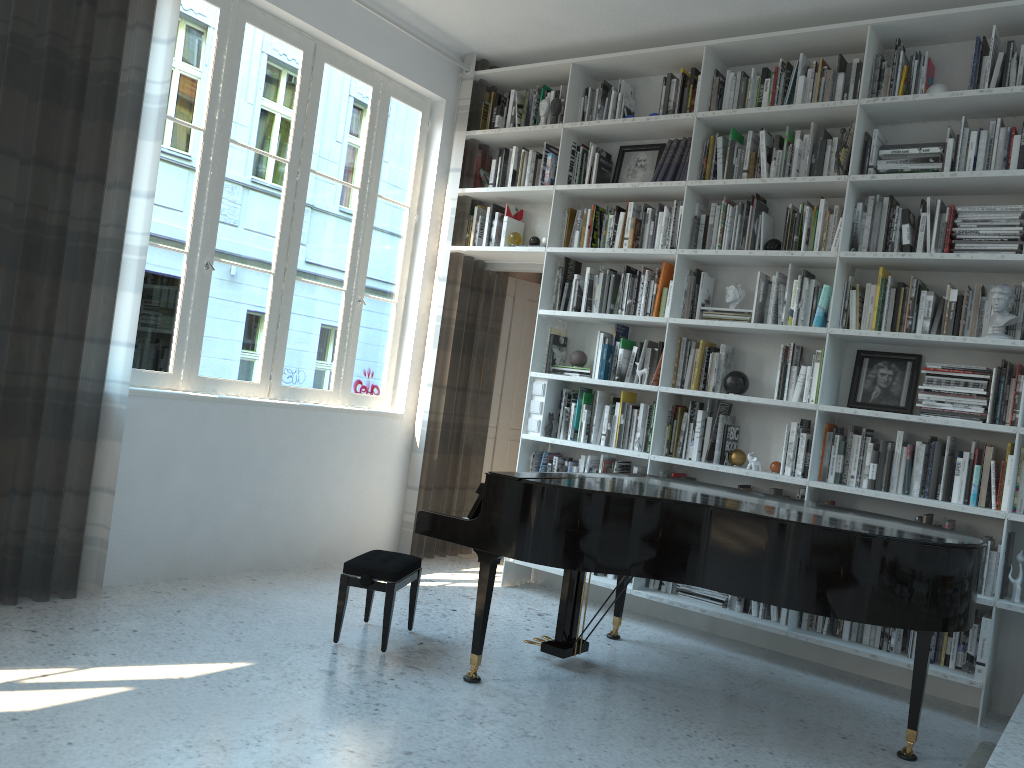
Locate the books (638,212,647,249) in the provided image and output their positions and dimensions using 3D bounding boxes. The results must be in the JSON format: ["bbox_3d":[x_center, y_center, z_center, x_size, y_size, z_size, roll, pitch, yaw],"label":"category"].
[{"bbox_3d":[0.774,-0.844,5.053,0.013,0.232,0.171,8,0,35],"label":"books"}]

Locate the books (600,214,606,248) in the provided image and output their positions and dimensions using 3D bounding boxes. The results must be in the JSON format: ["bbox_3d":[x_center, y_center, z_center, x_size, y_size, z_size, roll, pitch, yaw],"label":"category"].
[{"bbox_3d":[0.570,-0.869,5.218,0.012,0.230,0.149,8,0,35],"label":"books"}]

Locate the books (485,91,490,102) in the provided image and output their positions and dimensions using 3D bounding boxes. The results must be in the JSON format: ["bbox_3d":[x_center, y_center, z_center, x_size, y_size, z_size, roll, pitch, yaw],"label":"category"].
[{"bbox_3d":[-0.154,-1.738,5.798,0.012,0.307,0.180,8,0,35],"label":"books"}]

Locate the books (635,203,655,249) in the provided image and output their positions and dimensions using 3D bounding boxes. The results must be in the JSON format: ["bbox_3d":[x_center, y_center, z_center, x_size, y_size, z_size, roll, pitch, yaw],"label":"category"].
[{"bbox_3d":[0.769,-0.872,5.073,0.025,0.286,0.161,8,0,35],"label":"books"}]

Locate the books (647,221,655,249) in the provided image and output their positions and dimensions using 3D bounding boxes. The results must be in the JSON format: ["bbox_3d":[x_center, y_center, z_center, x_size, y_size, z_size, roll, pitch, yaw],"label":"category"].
[{"bbox_3d":[0.815,-0.815,5.037,0.022,0.186,0.136,8,0,35],"label":"books"}]

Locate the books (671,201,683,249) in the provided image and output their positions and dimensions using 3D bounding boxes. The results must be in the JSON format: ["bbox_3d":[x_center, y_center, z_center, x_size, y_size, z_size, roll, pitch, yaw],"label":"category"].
[{"bbox_3d":[0.947,-0.851,4.932,0.022,0.289,0.169,8,0,35],"label":"books"}]

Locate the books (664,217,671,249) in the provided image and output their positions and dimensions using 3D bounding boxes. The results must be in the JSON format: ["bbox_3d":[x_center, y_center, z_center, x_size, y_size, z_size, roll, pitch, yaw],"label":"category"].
[{"bbox_3d":[0.902,-0.815,4.969,0.013,0.206,0.172,8,0,35],"label":"books"}]

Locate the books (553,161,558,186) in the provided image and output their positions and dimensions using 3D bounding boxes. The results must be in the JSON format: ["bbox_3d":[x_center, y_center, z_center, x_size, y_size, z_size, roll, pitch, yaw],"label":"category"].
[{"bbox_3d":[0.307,-1.253,5.445,0.029,0.196,0.146,8,0,35],"label":"books"}]

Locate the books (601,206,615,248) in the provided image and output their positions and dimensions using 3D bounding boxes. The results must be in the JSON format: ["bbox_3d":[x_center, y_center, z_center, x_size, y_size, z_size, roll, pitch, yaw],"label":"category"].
[{"bbox_3d":[0.581,-0.891,5.208,0.012,0.277,0.150,8,0,35],"label":"books"}]

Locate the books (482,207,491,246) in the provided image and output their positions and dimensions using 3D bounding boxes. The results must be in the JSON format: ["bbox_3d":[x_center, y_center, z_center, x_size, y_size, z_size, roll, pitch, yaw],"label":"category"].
[{"bbox_3d":[-0.121,-0.981,5.706,0.022,0.281,0.156,8,0,35],"label":"books"}]

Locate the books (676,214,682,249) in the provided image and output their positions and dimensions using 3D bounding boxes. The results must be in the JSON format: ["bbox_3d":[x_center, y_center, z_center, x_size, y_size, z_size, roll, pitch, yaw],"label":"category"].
[{"bbox_3d":[0.978,-0.804,4.871,0.039,0.202,0.236,8,0,35],"label":"books"}]

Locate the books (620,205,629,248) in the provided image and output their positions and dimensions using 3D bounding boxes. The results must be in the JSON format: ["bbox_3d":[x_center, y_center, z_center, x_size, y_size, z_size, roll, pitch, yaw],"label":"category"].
[{"bbox_3d":[0.690,-0.874,5.106,0.023,0.271,0.187,8,0,35],"label":"books"}]

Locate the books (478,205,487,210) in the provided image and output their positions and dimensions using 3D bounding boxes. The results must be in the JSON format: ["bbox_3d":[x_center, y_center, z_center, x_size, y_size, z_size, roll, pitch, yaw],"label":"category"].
[{"bbox_3d":[-0.198,-1.001,5.780,0.013,0.303,0.135,8,0,35],"label":"books"}]

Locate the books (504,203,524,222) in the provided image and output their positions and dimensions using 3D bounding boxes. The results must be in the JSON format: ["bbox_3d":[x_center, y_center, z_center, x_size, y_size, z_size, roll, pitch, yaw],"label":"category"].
[{"bbox_3d":[-0.001,-0.975,5.615,0.013,0.298,0.179,8,0,35],"label":"books"}]

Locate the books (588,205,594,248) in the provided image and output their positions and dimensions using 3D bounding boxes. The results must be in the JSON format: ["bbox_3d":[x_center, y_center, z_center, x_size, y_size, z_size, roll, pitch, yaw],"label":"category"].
[{"bbox_3d":[0.507,-0.902,5.252,0.020,0.281,0.164,8,0,35],"label":"books"}]

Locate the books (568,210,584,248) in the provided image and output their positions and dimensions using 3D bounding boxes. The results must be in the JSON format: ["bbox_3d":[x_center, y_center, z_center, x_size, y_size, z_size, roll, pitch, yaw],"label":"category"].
[{"bbox_3d":[0.413,-0.902,5.330,0.062,0.258,0.153,8,0,35],"label":"books"}]

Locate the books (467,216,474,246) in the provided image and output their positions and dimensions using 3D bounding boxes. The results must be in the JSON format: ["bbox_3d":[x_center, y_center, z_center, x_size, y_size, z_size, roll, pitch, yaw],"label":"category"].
[{"bbox_3d":[-0.227,-0.964,5.770,0.013,0.222,0.163,8,0,35],"label":"books"}]

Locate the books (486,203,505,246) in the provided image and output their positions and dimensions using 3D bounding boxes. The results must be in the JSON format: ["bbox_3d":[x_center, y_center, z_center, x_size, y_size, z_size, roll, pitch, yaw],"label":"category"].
[{"bbox_3d":[-0.090,-0.985,5.658,0.013,0.297,0.187,8,0,35],"label":"books"}]

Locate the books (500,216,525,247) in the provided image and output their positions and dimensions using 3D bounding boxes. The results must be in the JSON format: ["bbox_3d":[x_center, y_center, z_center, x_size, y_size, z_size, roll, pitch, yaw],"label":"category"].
[{"bbox_3d":[0.002,-0.930,5.592,0.029,0.211,0.187,8,0,35],"label":"books"}]

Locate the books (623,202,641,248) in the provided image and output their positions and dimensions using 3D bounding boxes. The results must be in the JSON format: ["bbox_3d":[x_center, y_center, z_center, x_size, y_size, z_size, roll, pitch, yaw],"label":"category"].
[{"bbox_3d":[0.709,-0.879,5.087,0.030,0.286,0.185,8,0,35],"label":"books"}]

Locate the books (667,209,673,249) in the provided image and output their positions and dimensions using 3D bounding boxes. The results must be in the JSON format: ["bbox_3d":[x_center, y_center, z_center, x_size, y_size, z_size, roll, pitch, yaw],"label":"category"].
[{"bbox_3d":[0.927,-0.842,4.966,0.024,0.266,0.155,8,0,35],"label":"books"}]

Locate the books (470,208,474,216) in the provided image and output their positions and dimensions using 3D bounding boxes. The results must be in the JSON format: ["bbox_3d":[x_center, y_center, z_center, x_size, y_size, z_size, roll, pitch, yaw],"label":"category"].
[{"bbox_3d":[-0.251,-0.993,5.775,0.011,0.272,0.189,8,0,35],"label":"books"}]

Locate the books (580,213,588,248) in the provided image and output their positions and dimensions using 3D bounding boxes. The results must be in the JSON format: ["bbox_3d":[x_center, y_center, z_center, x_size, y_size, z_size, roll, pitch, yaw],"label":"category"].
[{"bbox_3d":[0.471,-0.881,5.272,0.030,0.230,0.172,8,0,35],"label":"books"}]

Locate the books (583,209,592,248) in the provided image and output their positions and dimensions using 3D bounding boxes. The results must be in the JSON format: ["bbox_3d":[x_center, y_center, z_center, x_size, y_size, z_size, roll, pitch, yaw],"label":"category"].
[{"bbox_3d":[0.490,-0.890,5.258,0.014,0.252,0.187,8,0,35],"label":"books"}]

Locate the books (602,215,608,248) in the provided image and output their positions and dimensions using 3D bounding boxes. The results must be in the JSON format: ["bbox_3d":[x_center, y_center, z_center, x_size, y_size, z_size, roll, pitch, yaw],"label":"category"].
[{"bbox_3d":[0.580,-0.861,5.190,0.014,0.218,0.164,8,0,35],"label":"books"}]

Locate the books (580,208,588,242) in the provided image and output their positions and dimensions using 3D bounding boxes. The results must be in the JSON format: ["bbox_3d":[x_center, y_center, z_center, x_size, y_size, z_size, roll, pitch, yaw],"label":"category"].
[{"bbox_3d":[0.459,-0.899,5.287,0.010,0.263,0.151,8,0,35],"label":"books"}]

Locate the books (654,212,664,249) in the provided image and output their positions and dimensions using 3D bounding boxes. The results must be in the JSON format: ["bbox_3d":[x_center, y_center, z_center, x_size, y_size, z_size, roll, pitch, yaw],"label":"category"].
[{"bbox_3d":[0.861,-0.832,4.985,0.030,0.230,0.172,8,0,35],"label":"books"}]

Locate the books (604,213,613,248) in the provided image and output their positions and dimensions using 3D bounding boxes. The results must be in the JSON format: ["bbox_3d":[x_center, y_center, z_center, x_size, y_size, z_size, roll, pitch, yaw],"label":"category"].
[{"bbox_3d":[0.595,-0.865,5.188,0.011,0.229,0.170,8,0,35],"label":"books"}]

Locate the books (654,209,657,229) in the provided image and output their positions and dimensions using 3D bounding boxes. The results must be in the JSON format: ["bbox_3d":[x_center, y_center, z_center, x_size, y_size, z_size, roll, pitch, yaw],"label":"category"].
[{"bbox_3d":[0.840,-0.850,5.028,0.035,0.260,0.131,8,0,35],"label":"books"}]

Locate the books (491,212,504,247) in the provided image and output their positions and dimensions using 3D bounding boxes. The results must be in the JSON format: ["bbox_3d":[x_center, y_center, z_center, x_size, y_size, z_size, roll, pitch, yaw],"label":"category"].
[{"bbox_3d":[-0.055,-0.950,5.625,0.021,0.237,0.189,8,0,35],"label":"books"}]

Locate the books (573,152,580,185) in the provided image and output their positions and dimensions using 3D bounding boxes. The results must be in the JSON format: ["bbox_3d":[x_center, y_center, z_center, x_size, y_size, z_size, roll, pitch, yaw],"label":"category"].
[{"bbox_3d":[0.431,-1.255,5.326,0.009,0.228,0.184,8,0,35],"label":"books"}]

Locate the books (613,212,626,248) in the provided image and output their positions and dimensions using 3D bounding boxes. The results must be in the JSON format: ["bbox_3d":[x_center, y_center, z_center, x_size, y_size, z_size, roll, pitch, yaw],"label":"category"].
[{"bbox_3d":[0.657,-0.862,5.147,0.047,0.238,0.162,8,0,35],"label":"books"}]

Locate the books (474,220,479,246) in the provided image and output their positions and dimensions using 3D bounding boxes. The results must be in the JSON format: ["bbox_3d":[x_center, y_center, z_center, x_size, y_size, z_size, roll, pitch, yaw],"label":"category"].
[{"bbox_3d":[-0.179,-0.945,5.743,0.029,0.197,0.160,8,0,35],"label":"books"}]

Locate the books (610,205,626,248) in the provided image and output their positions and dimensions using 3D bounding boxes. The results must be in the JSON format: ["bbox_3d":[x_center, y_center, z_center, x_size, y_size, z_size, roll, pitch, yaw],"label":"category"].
[{"bbox_3d":[0.632,-0.882,5.161,0.014,0.272,0.180,8,0,35],"label":"books"}]

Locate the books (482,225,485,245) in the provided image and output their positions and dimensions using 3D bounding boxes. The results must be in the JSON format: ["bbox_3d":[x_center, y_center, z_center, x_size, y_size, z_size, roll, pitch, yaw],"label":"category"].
[{"bbox_3d":[-0.138,-0.934,5.734,0.029,0.185,0.135,8,0,35],"label":"books"}]

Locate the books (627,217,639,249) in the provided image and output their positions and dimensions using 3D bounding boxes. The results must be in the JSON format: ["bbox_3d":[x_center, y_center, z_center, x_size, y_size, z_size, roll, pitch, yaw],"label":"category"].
[{"bbox_3d":[0.725,-0.832,5.067,0.029,0.195,0.192,8,0,35],"label":"books"}]

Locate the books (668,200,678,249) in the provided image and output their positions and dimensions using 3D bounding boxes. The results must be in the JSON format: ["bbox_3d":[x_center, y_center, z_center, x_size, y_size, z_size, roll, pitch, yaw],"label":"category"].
[{"bbox_3d":[0.927,-0.855,4.931,0.012,0.291,0.182,8,0,35],"label":"books"}]

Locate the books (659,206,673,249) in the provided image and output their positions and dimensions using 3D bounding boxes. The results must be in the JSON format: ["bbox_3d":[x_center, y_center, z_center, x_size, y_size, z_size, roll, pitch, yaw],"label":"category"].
[{"bbox_3d":[0.884,-0.846,4.969,0.022,0.263,0.174,8,0,35],"label":"books"}]

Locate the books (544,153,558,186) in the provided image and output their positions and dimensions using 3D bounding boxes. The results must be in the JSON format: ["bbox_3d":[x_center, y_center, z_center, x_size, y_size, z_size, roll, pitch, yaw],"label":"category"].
[{"bbox_3d":[0.270,-1.275,5.438,0.029,0.229,0.191,8,0,35],"label":"books"}]

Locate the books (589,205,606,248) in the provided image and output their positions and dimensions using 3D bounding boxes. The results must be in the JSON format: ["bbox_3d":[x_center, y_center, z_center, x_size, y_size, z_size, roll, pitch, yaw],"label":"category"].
[{"bbox_3d":[0.513,-0.900,5.234,0.011,0.277,0.164,8,0,35],"label":"books"}]

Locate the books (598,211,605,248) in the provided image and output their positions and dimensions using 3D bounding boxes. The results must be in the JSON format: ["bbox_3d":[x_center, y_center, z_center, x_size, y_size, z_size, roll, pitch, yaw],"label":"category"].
[{"bbox_3d":[0.545,-0.881,5.231,0.047,0.249,0.134,8,0,35],"label":"books"}]

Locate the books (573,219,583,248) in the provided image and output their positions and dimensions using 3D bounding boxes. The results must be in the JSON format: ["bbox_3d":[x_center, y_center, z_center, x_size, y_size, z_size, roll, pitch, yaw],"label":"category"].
[{"bbox_3d":[0.431,-0.869,5.285,0.026,0.195,0.175,8,0,35],"label":"books"}]

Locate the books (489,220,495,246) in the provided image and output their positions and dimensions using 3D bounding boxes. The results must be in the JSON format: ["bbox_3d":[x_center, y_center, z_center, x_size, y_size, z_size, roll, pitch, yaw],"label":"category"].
[{"bbox_3d":[-0.074,-0.930,5.658,0.024,0.193,0.181,8,0,35],"label":"books"}]

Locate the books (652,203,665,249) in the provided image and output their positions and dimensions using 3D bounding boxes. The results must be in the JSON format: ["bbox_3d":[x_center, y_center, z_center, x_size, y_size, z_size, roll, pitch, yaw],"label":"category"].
[{"bbox_3d":[0.850,-0.859,5.000,0.012,0.281,0.188,8,0,35],"label":"books"}]

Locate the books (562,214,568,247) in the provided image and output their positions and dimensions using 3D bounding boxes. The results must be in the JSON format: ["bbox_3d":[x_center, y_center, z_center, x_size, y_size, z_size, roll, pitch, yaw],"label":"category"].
[{"bbox_3d":[0.364,-0.896,5.355,0.022,0.232,0.151,8,0,35],"label":"books"}]

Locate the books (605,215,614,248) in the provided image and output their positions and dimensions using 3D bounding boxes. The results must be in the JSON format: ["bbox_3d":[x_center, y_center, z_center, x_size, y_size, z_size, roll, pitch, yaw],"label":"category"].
[{"bbox_3d":[0.608,-0.857,5.170,0.031,0.217,0.173,8,0,35],"label":"books"}]

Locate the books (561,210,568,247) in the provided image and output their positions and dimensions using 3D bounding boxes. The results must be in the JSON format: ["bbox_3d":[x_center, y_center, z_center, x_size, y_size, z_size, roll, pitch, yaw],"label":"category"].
[{"bbox_3d":[0.356,-0.907,5.372,0.012,0.254,0.161,8,0,35],"label":"books"}]

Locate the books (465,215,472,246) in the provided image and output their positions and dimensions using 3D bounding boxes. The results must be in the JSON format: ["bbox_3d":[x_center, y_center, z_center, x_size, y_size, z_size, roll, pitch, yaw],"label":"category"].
[{"bbox_3d":[-0.238,-0.969,5.776,0.013,0.228,0.179,8,0,35],"label":"books"}]

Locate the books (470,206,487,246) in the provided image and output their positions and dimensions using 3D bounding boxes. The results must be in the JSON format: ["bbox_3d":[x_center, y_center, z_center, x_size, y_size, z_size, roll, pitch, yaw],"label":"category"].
[{"bbox_3d":[-0.198,-0.991,5.751,0.023,0.281,0.170,8,0,35],"label":"books"}]

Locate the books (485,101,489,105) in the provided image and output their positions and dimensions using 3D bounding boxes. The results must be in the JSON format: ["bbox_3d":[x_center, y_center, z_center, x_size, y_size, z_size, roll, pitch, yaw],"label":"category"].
[{"bbox_3d":[-0.142,-1.703,5.802,0.011,0.241,0.151,8,0,35],"label":"books"}]

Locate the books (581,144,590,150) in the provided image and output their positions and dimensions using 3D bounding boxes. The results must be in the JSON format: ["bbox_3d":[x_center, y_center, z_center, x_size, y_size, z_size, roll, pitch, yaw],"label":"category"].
[{"bbox_3d":[0.438,-1.284,5.344,0.006,0.289,0.144,8,0,35],"label":"books"}]

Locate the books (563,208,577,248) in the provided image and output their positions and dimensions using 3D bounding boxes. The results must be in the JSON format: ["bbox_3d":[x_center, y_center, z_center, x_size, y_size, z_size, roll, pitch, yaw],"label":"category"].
[{"bbox_3d":[0.374,-0.910,5.338,0.012,0.263,0.180,8,0,35],"label":"books"}]

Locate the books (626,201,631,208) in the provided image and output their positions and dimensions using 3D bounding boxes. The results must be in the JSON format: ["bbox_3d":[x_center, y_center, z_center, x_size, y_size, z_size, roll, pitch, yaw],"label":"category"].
[{"bbox_3d":[0.688,-0.891,5.132,0.014,0.304,0.151,8,0,35],"label":"books"}]

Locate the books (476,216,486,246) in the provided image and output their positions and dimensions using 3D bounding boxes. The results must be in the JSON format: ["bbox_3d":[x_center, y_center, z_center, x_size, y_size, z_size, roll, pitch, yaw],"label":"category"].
[{"bbox_3d":[-0.166,-0.956,5.725,0.010,0.220,0.181,8,0,35],"label":"books"}]

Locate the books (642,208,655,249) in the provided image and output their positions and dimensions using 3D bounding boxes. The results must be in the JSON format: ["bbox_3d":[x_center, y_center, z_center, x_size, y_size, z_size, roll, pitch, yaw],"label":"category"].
[{"bbox_3d":[0.801,-0.855,5.053,0.029,0.261,0.158,8,0,35],"label":"books"}]

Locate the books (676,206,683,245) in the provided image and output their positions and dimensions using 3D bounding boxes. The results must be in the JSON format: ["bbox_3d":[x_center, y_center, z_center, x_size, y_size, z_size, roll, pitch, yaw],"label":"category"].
[{"bbox_3d":[0.967,-0.836,4.913,0.035,0.264,0.178,8,0,35],"label":"books"}]
